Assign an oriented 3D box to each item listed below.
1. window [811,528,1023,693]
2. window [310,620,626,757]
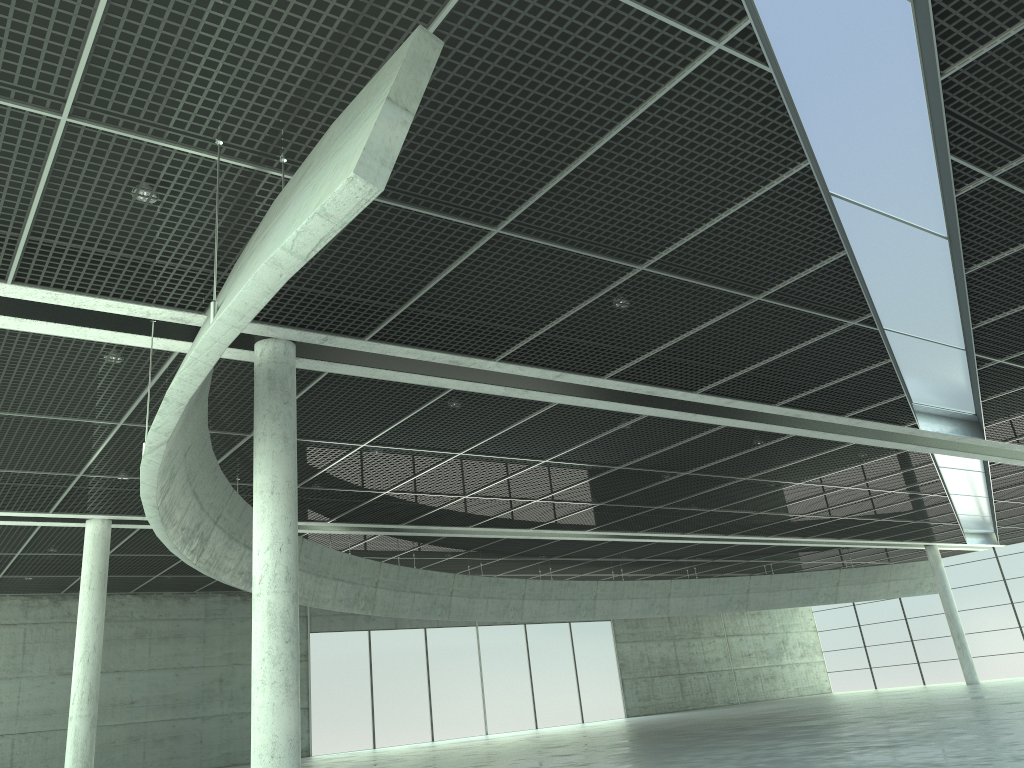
[{"bbox_3d":[24.808,9.686,45.741,100.731,16.073,99.668,9,-27,-34],"label":"window"},{"bbox_3d":[-2.808,30.272,81.762,33.510,10.657,0.159,9,-26,-34],"label":"window"}]
